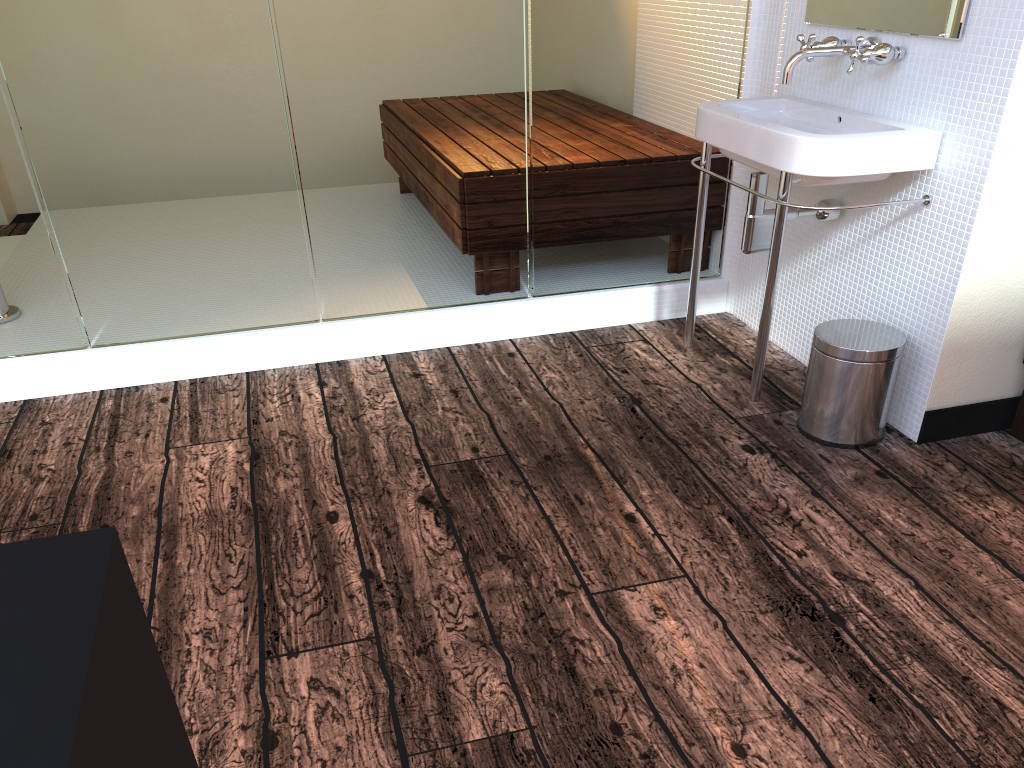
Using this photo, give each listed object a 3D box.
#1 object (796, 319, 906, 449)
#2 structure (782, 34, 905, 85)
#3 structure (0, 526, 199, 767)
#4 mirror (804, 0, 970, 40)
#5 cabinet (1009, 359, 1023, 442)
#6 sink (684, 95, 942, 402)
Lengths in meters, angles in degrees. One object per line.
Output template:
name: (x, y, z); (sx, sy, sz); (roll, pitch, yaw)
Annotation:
object: (0.868, -0.002, 2.280); (0.221, 0.312, 0.220); (21, 36, 34)
structure: (0.775, -0.882, 2.154); (0.236, 0.124, 0.293); (-9, 29, -13)
structure: (-0.542, 0.746, 0.400); (0.799, 0.876, 0.856); (-9, 30, -13)
mirror: (0.864, -1.519, 1.834); (0.011, 1.299, 0.594); (-9, 30, -13)
cabinet: (2.215, -0.321, 2.142); (1.853, 0.939, 0.380); (-9, 30, -13)
sink: (0.732, -0.406, 2.433); (0.345, 0.799, 0.670); (-9, 30, -13)
